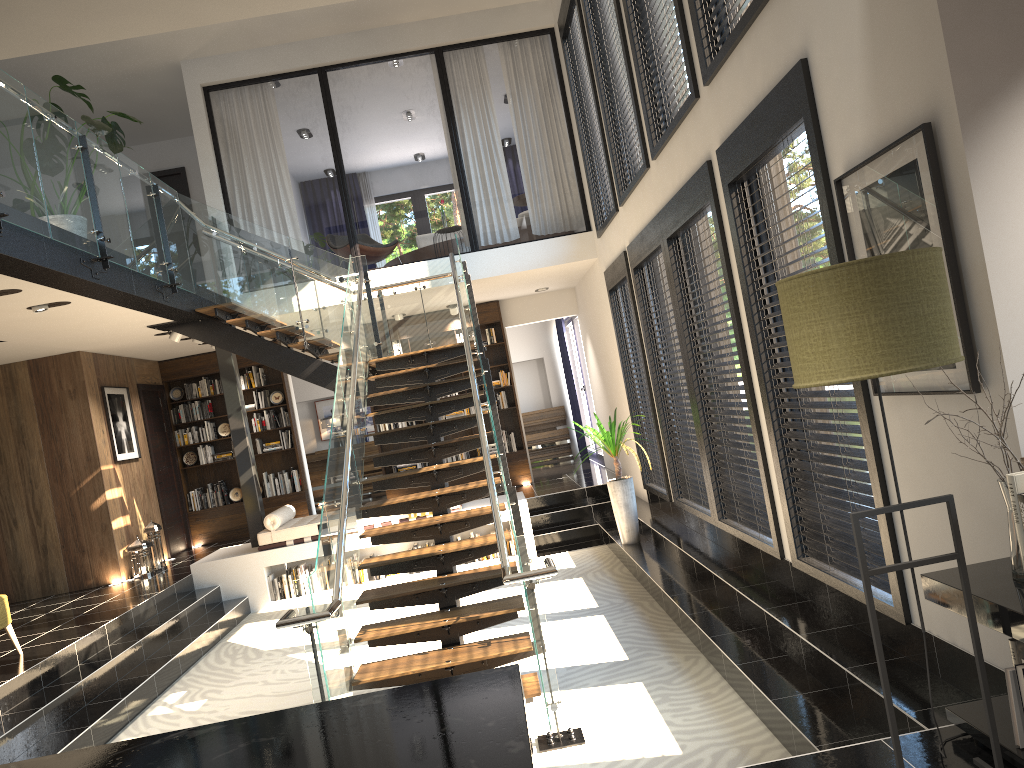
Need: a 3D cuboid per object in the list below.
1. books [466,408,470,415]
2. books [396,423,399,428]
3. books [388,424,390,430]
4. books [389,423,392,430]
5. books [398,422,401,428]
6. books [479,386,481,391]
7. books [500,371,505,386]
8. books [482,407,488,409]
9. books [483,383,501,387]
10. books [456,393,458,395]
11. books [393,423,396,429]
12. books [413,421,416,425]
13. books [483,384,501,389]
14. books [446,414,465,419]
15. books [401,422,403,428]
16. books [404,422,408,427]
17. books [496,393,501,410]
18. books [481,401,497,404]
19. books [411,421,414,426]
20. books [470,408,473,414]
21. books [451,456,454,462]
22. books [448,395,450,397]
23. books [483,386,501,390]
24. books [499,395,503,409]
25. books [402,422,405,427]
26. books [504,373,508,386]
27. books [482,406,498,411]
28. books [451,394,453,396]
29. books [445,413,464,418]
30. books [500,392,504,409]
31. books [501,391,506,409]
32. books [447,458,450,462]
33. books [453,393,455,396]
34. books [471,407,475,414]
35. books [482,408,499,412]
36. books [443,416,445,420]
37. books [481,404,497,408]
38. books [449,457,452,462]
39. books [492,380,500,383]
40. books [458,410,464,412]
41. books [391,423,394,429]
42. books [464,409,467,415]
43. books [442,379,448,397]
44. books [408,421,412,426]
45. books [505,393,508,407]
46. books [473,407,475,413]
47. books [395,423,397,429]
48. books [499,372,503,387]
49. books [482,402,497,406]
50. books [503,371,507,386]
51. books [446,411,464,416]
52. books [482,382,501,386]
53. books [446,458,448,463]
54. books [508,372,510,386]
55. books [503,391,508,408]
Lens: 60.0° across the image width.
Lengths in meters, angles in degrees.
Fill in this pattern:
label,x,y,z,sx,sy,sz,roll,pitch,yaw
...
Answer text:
label,x,y,z,sx,sy,sz,roll,pitch,yaw
books,-0.653,0.340,12.854,0.037,0.232,0.231,-10,-1,-2
books,-1.657,0.546,12.834,0.033,0.193,0.172,-10,0,-2
books,-1.785,0.562,12.827,0.022,0.207,0.130,-10,0,-2
books,-1.762,0.548,12.828,0.028,0.227,0.136,-10,0,-2
books,-1.628,0.526,12.823,0.030,0.222,0.190,-10,0,-2
books,-0.482,-0.018,12.902,0.025,0.243,0.119,-10,0,-2
books,-0.135,-0.080,12.887,0.028,0.240,0.187,-10,0,-2
books,-0.347,0.340,12.862,0.247,0.022,0.148,-10,-1,-1
books,-0.297,0.018,12.896,0.259,0.020,0.167,-10,-1,-4
books,-0.821,0.054,12.855,0.046,0.219,0.145,-10,0,-2
books,-1.715,0.516,12.825,0.029,0.272,0.152,-10,0,-2
books,-1.424,0.507,12.871,0.022,0.185,0.127,-10,0,-2
books,-0.293,0.038,12.900,0.272,0.021,0.156,-10,-1,-4
books,-0.825,0.476,12.835,0.274,0.025,0.156,-10,-1,-5
books,-1.595,0.546,12.835,0.027,0.171,0.146,-10,0,-2
books,-1.543,0.519,12.841,0.030,0.205,0.170,-10,0,-2
books,-0.195,0.247,12.841,0.030,0.244,0.176,-10,0,-2
books,-0.358,0.276,12.856,0.272,0.022,0.156,-10,-1,-4
books,-1.450,0.499,12.827,0.028,0.210,0.169,-10,0,-2
books,-0.602,0.329,12.851,0.025,0.232,0.156,-10,0,-2
books,-0.870,1.014,12.808,0.023,0.246,0.149,-10,0,-2
books,-0.929,0.095,12.831,0.027,0.179,0.164,-10,0,-2
books,-0.290,0.059,12.899,0.266,0.021,0.156,-10,-1,-5
books,-0.165,0.258,12.852,0.025,0.212,0.168,-10,0,-2
books,-1.575,0.498,12.815,0.029,0.256,0.167,-10,0,-2
books,-0.082,-0.065,12.877,0.023,0.189,0.197,-10,-1,-2
books,-0.343,0.361,12.852,0.274,0.022,0.156,-10,-1,-5
books,-0.882,0.071,12.870,0.030,0.208,0.119,-10,0,-2
books,-0.829,0.451,12.833,0.275,0.025,0.156,-10,-1,-6
books,-0.145,0.237,12.862,0.023,0.246,0.147,-10,0,-2
books,-0.121,0.230,12.841,0.026,0.251,0.178,-10,0,-2
books,-0.925,1.020,12.799,0.025,0.255,0.202,-10,0,-2
books,-0.855,0.060,12.851,0.024,0.220,0.148,-10,0,-2
books,-0.573,0.332,12.840,0.029,0.214,0.149,-10,0,-2
books,-0.338,0.384,12.840,0.288,0.026,0.175,-11,-1,2
books,-0.989,0.386,12.830,0.067,0.261,0.159,-10,0,-2
books,-0.351,0.318,12.851,0.268,0.022,0.156,-10,-1,-6
books,-0.903,0.991,12.819,0.032,0.306,0.155,-10,0,-2
books,-0.305,-0.022,12.908,0.246,0.021,0.148,-10,-1,-2
books,-0.838,0.402,12.835,0.274,0.025,0.156,-10,-1,1
books,-1.734,0.558,12.821,0.024,0.197,0.173,-10,0,-2
books,-0.686,0.330,12.842,0.026,0.263,0.156,-10,0,-2
books,-0.966,0.058,12.836,0.032,0.265,0.149,-10,0,-2
books,-1.500,0.495,12.823,0.070,0.236,0.206,-10,0,-2
books,-0.079,0.237,12.882,0.012,0.224,0.097,-10,0,-2
books,-0.545,0.329,12.822,0.026,0.209,0.184,-10,0,-2
books,-1.686,0.539,12.839,0.021,0.216,0.170,-10,0,-2
books,-0.160,-0.065,12.895,0.026,0.219,0.156,-10,0,-2
books,-0.354,0.297,12.849,0.260,0.021,0.167,-10,-1,-5
books,-0.109,-0.078,12.905,0.023,0.225,0.146,-10,0,-2
books,-0.834,0.427,12.830,0.261,0.024,0.167,-10,-1,-5
books,-0.301,-0.002,12.894,0.260,0.020,0.167,-10,-1,-5
books,-0.958,1.005,12.823,0.032,0.298,0.169,-10,0,-2
books,-0.046,-0.074,12.879,0.051,0.194,0.192,-10,-1,-2
books,-0.098,0.228,12.865,0.022,0.247,0.132,-10,0,-2
